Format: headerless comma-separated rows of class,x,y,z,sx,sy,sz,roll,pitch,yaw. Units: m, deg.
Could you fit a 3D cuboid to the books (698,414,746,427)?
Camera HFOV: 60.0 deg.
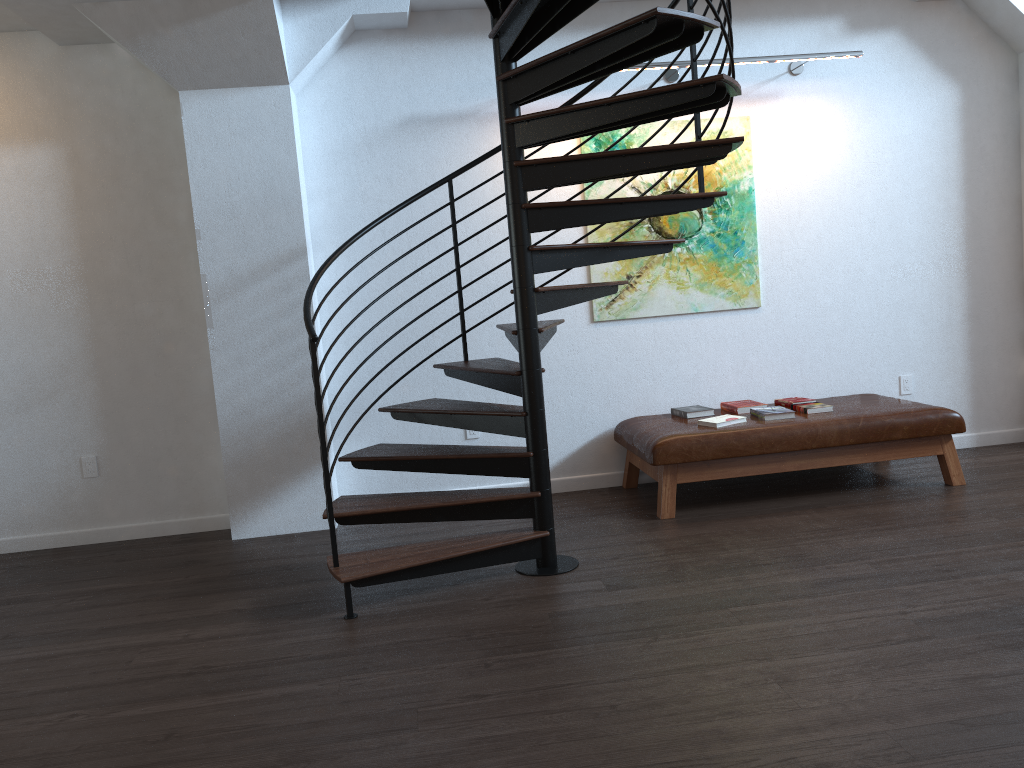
books,1.195,0.209,5.040,0.223,0.031,0.161,-8,7,-28

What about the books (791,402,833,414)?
books,1.760,0.140,5.209,0.161,0.032,0.224,-5,6,-6

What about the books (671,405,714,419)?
books,1.107,0.170,5.436,0.183,0.044,0.254,-6,6,-11

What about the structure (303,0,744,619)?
structure,-0.018,-1.303,3.942,1.998,4.352,1.998,1,8,44

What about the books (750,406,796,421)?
books,1.505,0.169,5.123,0.185,0.040,0.247,-5,6,-3

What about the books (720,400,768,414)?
books,1.425,0.140,5.452,0.197,0.043,0.283,-6,6,-7

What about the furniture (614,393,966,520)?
furniture,1.602,0.386,5.306,1.819,0.453,0.907,-5,6,-6

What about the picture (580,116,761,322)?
picture,1.005,-1.038,5.568,1.095,1.200,0.010,-5,6,-6

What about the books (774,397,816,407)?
books,1.753,0.112,5.491,0.161,0.036,0.224,-6,6,-12
